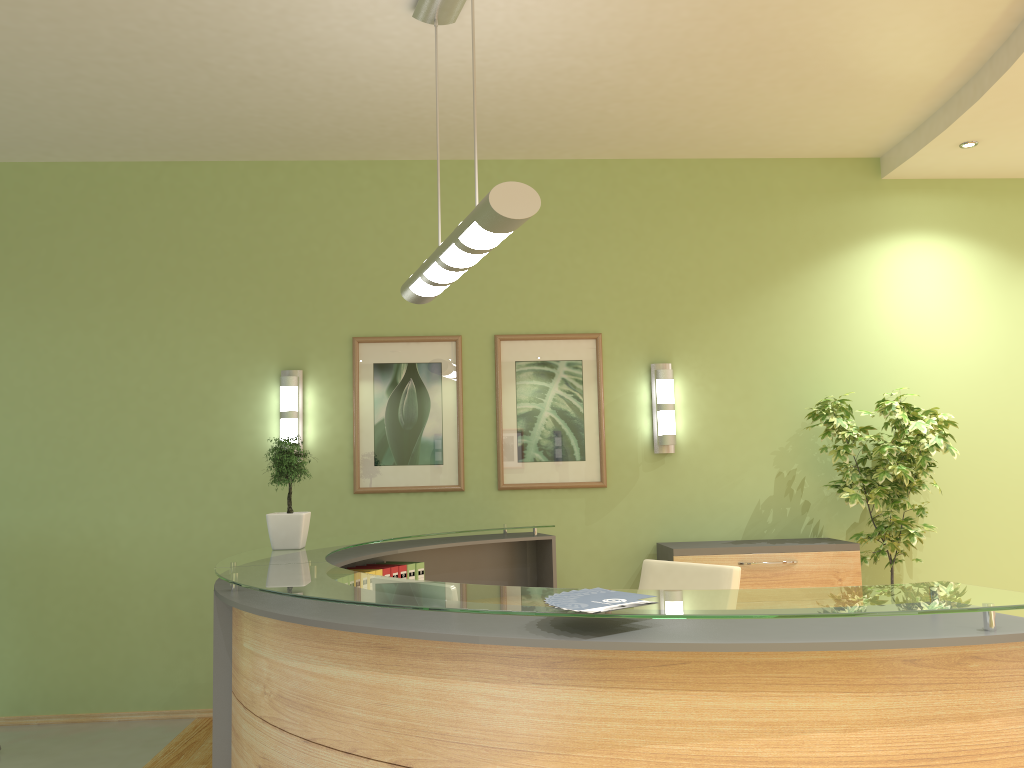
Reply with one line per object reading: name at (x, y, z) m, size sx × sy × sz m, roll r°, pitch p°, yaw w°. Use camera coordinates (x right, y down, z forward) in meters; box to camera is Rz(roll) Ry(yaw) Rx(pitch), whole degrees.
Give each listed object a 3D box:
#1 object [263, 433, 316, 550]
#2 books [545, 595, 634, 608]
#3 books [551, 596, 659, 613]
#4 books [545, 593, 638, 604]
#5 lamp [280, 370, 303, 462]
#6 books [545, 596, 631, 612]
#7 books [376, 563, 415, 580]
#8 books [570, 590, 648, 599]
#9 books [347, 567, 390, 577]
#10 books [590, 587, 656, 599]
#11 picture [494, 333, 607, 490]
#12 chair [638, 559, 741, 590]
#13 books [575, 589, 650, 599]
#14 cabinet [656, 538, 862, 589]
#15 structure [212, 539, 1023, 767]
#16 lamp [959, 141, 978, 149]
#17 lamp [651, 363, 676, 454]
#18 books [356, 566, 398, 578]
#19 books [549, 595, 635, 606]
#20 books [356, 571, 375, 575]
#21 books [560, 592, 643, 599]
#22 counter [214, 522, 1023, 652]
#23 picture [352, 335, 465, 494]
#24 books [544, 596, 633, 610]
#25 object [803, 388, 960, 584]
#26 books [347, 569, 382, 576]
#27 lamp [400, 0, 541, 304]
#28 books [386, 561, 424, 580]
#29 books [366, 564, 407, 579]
object at (-0.986, 0.469, 3.907) m, size 0.216 × 0.507 × 0.230 m, roll -4°, pitch -6°, yaw 23°
books at (0.194, 0.518, 2.120) m, size 0.210 × 0.004 × 0.150 m, roll -1°, pitch -6°, yaw -8°
books at (0.216, 0.513, 2.070) m, size 0.210 × 0.004 × 0.150 m, roll 3°, pitch -7°, yaw -38°
books at (0.196, 0.522, 2.156) m, size 0.210 × 0.004 × 0.150 m, roll -3°, pitch -6°, yaw 12°
lamp at (-1.387, 0.197, 5.552) m, size 0.134 × 0.580 × 0.142 m, roll -1°, pitch -6°, yaw -3°
books at (0.206, 0.515, 2.085) m, size 0.210 × 0.004 × 0.150 m, roll 2°, pitch -6°, yaw -28°
books at (-0.596, 1.065, 4.567) m, size 0.231 × 0.282 × 0.063 m, roll -6°, pitch -7°, yaw 38°
books at (0.209, 0.525, 2.190) m, size 0.210 × 0.004 × 0.150 m, roll -5°, pitch -7°, yaw 32°
books at (-0.705, 1.050, 4.381) m, size 0.231 × 0.282 × 0.063 m, roll -5°, pitch -6°, yaw 30°
books at (0.234, 0.527, 2.217) m, size 0.150 × 0.004 × 0.210 m, roll 3°, pitch -7°, yaw -38°
picture at (0.247, 0.172, 5.700) m, size 0.700 × 1.000 × 0.025 m, roll -1°, pitch -6°, yaw -3°
chair at (0.533, 1.263, 3.500) m, size 0.652 × 1.048 × 0.584 m, roll 3°, pitch -7°, yaw -40°
books at (0.220, 0.526, 2.204) m, size 0.210 × 0.004 × 0.150 m, roll -6°, pitch -7°, yaw 42°
cabinet at (1.501, 1.456, 5.382) m, size 1.115 × 0.966 × 0.501 m, roll -1°, pitch -6°, yaw -3°
structure at (-0.165, 1.256, 3.360) m, size 1.837 × 1.049 × 3.673 m, roll 0°, pitch -6°, yaw -18°
lamp at (2.762, -1.445, 5.363) m, size 0.105 × 0.011 × 0.105 m, roll 3°, pitch -7°, yaw -36°
lamp at (0.977, 0.152, 5.682) m, size 0.134 × 0.580 × 0.142 m, roll -1°, pitch -6°, yaw -3°
books at (-0.673, 1.055, 4.443) m, size 0.231 × 0.282 × 0.063 m, roll -5°, pitch -6°, yaw 30°
books at (0.194, 0.520, 2.138) m, size 0.210 × 0.004 × 0.150 m, roll -2°, pitch -6°, yaw 2°
books at (-0.770, 1.036, 4.224) m, size 0.233 × 0.282 × 0.062 m, roll -3°, pitch -6°, yaw 11°
books at (0.201, 0.523, 2.174) m, size 0.210 × 0.004 × 0.150 m, roll -4°, pitch -6°, yaw 22°
counter at (-0.178, 0.695, 3.414) m, size 1.837 × 0.078 × 3.674 m, roll 0°, pitch -6°, yaw -18°
picture at (-0.661, 0.189, 5.650) m, size 0.700 × 1.000 × 0.025 m, roll -1°, pitch -6°, yaw -3°
books at (0.199, 0.516, 2.102) m, size 0.210 × 0.004 × 0.150 m, roll 0°, pitch -6°, yaw -18°
object at (2.282, 0.972, 5.370) m, size 0.916 × 1.905 × 0.649 m, roll 0°, pitch -6°, yaw -15°
books at (-0.745, 1.042, 4.288) m, size 0.233 × 0.282 × 0.062 m, roll -3°, pitch -6°, yaw 11°
lamp at (-0.231, -1.074, 3.584) m, size 0.197 × 1.249 × 1.470 m, roll 0°, pitch -6°, yaw -18°
books at (-0.554, 1.070, 4.624) m, size 0.231 × 0.282 × 0.063 m, roll -6°, pitch -7°, yaw 39°
books at (-0.647, 1.059, 4.484) m, size 0.233 × 0.282 × 0.062 m, roll -4°, pitch -6°, yaw 21°
